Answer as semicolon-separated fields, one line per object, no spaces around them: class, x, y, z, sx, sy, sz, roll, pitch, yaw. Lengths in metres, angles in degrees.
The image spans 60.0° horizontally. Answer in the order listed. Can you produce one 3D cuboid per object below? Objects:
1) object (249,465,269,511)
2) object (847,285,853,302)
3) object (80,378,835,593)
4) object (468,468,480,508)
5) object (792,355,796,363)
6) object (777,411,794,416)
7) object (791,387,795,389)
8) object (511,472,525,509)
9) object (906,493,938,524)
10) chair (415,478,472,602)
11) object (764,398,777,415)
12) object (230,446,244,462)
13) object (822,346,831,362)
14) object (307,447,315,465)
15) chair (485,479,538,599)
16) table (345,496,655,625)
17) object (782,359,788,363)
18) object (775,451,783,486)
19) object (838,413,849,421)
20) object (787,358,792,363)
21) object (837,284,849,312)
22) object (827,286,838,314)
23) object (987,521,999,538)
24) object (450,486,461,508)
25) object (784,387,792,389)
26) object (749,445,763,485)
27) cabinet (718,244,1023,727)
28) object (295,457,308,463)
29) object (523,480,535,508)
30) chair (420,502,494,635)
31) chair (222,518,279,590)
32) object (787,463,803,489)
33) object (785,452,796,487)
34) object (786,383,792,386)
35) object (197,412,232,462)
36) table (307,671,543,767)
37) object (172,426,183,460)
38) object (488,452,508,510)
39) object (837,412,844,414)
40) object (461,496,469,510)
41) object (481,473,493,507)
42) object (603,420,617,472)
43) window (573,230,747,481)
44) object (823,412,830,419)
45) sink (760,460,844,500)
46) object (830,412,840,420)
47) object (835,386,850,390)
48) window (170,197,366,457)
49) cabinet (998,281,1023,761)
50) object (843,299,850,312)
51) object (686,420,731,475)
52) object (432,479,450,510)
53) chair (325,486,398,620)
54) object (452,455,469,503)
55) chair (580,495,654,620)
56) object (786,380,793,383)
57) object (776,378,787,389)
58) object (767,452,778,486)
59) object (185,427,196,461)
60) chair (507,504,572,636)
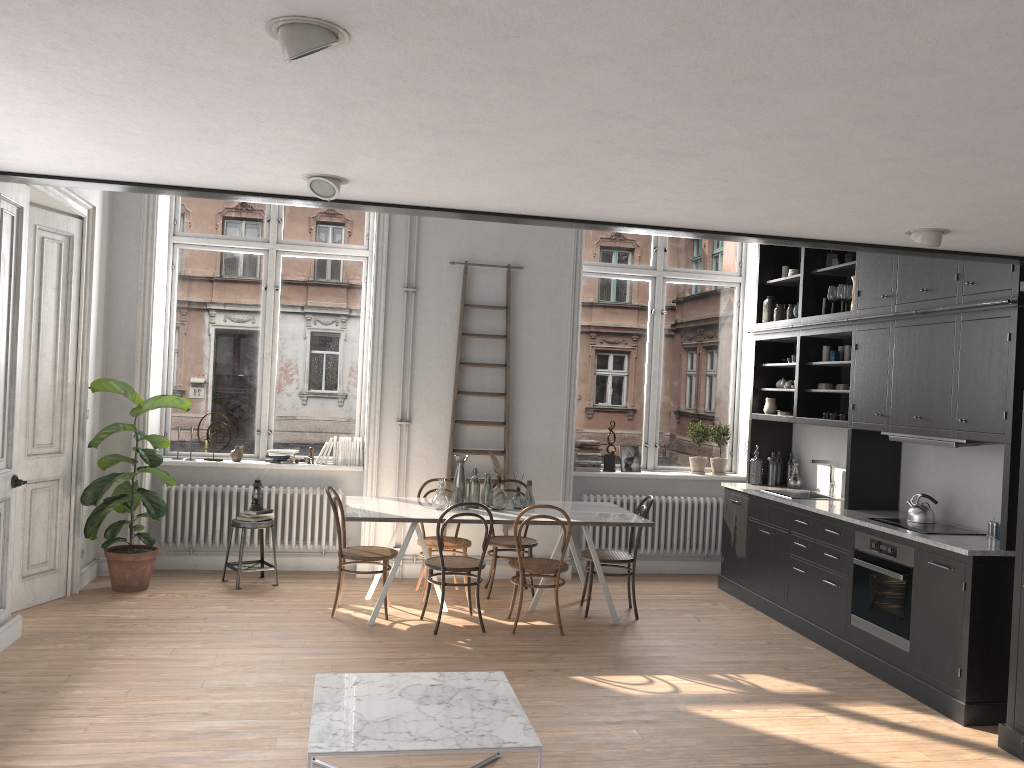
object;-2.084;0.850;7.352;0.163;0.383;0.154;3;0;-37
object;2.581;-0.634;6.724;0.083;0.221;0.083;3;0;-12
object;-0.400;0.797;7.130;5.827;1.842;0.792;3;0;-5
object;-0.286;0.791;6.760;0.086;0.301;0.086;3;0;-25
object;2.400;-0.206;7.513;0.064;0.069;0.064;3;0;37
object;2.380;0.254;7.679;0.180;0.037;0.180;3;0;-26
object;2.409;0.039;7.509;0.085;0.015;0.085;3;0;-24
object;0.049;0.817;6.813;0.107;0.283;0.106;3;0;-16
object;2.687;0.811;5.824;0.171;0.186;0.171;3;0;0
chair;-0.555;1.252;7.188;0.438;0.920;0.549;3;0;-12
object;2.285;0.196;7.820;0.127;0.144;0.115;3;0;-32
object;-2.419;0.610;7.797;0.100;0.142;0.102;3;0;-36
object;2.521;-0.235;7.096;0.082;0.135;0.059;3;0;-43
object;-1.784;0.635;7.879;0.048;0.153;0.088;2;0;-41
chair;-0.007;1.279;7.371;0.438;0.920;0.549;3;0;-4
table;-0.166;1.338;6.746;2.200;0.780;1.100;3;0;-11
object;2.432;-0.193;7.882;0.071;0.047;0.071;3;0;27
object;2.373;0.750;7.904;0.086;0.301;0.086;3;0;4
object;2.499;0.245;6.639;0.104;0.059;0.088;3;0;-2
object;2.391;-0.195;7.596;0.071;0.047;0.071;3;0;27
object;2.488;-0.638;6.674;0.083;0.221;0.083;3;0;36
object;2.462;-0.639;6.803;0.083;0.221;0.083;3;0;21
object;2.891;0.861;5.323;0.040;0.116;0.080;3;0;-6
object;-0.426;0.857;6.734;0.083;0.158;0.083;3;0;-15
object;2.391;0.038;7.661;0.085;0.015;0.085;3;0;3
object;2.166;0.714;7.851;0.109;0.349;0.109;3;0;-29
cabinet;2.516;0.062;6.408;0.635;3.583;3.250;3;0;-11
object;-1.880;0.683;7.918;0.088;0.048;0.153;3;0;29
object;0.133;0.857;6.906;0.101;0.212;0.101;3;0;29
chair;-0.390;1.257;6.263;0.438;0.920;0.549;3;0;-15
chair;-2.137;1.375;7.282;0.364;0.523;0.360;3;0;-37
object;2.456;0.793;7.684;0.132;0.219;0.120;3;0;-10
object;2.455;0.754;7.812;0.086;0.301;0.086;3;0;35
object;2.391;0.011;7.662;0.058;0.033;0.055;3;0;-36
object;-2.602;0.460;7.764;0.347;0.425;0.087;3;0;22
table;-0.388;1.509;3.615;0.849;0.392;0.849;3;0;-11
object;-2.914;0.514;7.745;0.095;0.289;0.095;3;0;21
object;-0.098;0.728;6.705;0.156;0.446;0.157;3;0;7
object;2.573;0.249;6.900;0.104;0.059;0.088;3;0;-12
object;-0.351;0.892;6.653;0.058;0.094;0.058;3;0;18
object;-0.189;0.820;6.853;0.098;0.255;0.100;3;0;-34
object;0.940;0.588;8.443;0.122;0.488;0.102;3;0;14
window;7.251;-4.668;12.759;14.386;15.936;26.395;3;0;-11
object;2.447;0.242;6.846;0.088;0.059;0.104;3;0;-22
sink;2.368;0.864;7.169;0.514;0.504;0.526;3;0;-11
object;2.460;0.243;6.734;0.088;0.059;0.104;3;0;-32
object;2.615;0.036;6.980;0.132;0.038;0.132;3;0;37
window;-2.180;-0.777;8.019;1.622;2.843;0.013;3;0;-11
cabinet;2.958;0.682;3.876;0.633;2.371;1.401;3;0;-11
object;2.566;-0.634;6.805;0.083;0.221;0.083;3;0;-18
object;1.908;0.617;8.626;0.500;0.524;0.234;3;0;-21
object;-0.527;0.821;6.586;0.132;0.219;0.132;3;0;-21
chair;-1.117;1.224;6.544;0.549;0.920;0.438;3;0;-2
object;-0.401;0.746;6.852;0.116;0.383;0.116;3;0;1
chair;0.801;1.315;6.879;0.549;0.920;0.438;3;0;2
object;2.392;-0.009;7.662;0.055;0.047;0.058;3;0;4
object;2.391;-0.004;7.822;0.140;0.100;0.125;3;0;-29
object;2.293;0.747;7.809;0.086;0.301;0.086;3;0;-25
object;-2.788;0.520;7.710;0.095;0.289;0.095;3;0;12
chair;0.191;1.285;6.335;0.438;0.920;0.549;3;0;1
